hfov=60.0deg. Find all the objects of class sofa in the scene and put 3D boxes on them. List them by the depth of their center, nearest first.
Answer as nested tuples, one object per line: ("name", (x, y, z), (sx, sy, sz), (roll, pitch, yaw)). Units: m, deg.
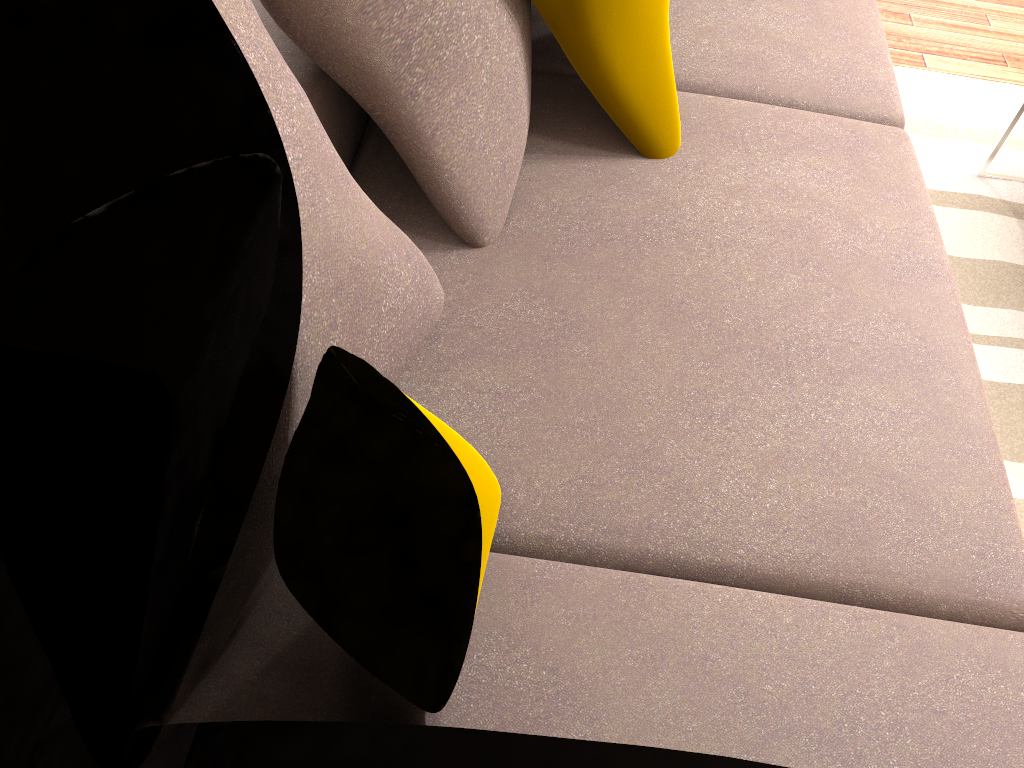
("sofa", (0.375, -0.051, 1.485), (1.906, 0.776, 3.565), (9, 51, 0))

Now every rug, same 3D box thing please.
("rug", (1.669, -0.103, 2.166), (1.791, 0.024, 2.122), (9, 51, 0))

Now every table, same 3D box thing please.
("table", (1.692, -0.270, 1.944), (0.856, 0.558, 1.110), (9, 51, 0))

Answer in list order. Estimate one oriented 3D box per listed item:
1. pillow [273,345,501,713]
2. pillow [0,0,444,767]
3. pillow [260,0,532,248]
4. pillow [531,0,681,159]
("pillow", (-0.202, 0.189, 0.736), (0.335, 0.486, 0.631), (11, 51, 2))
("pillow", (-0.388, -0.096, 0.888), (0.431, 0.576, 0.787), (21, 52, 9))
("pillow", (-0.177, -0.667, 1.343), (0.459, 0.590, 0.783), (5, 51, -4))
("pillow", (0.102, -0.749, 1.481), (0.382, 0.492, 0.658), (1, 52, -7))
